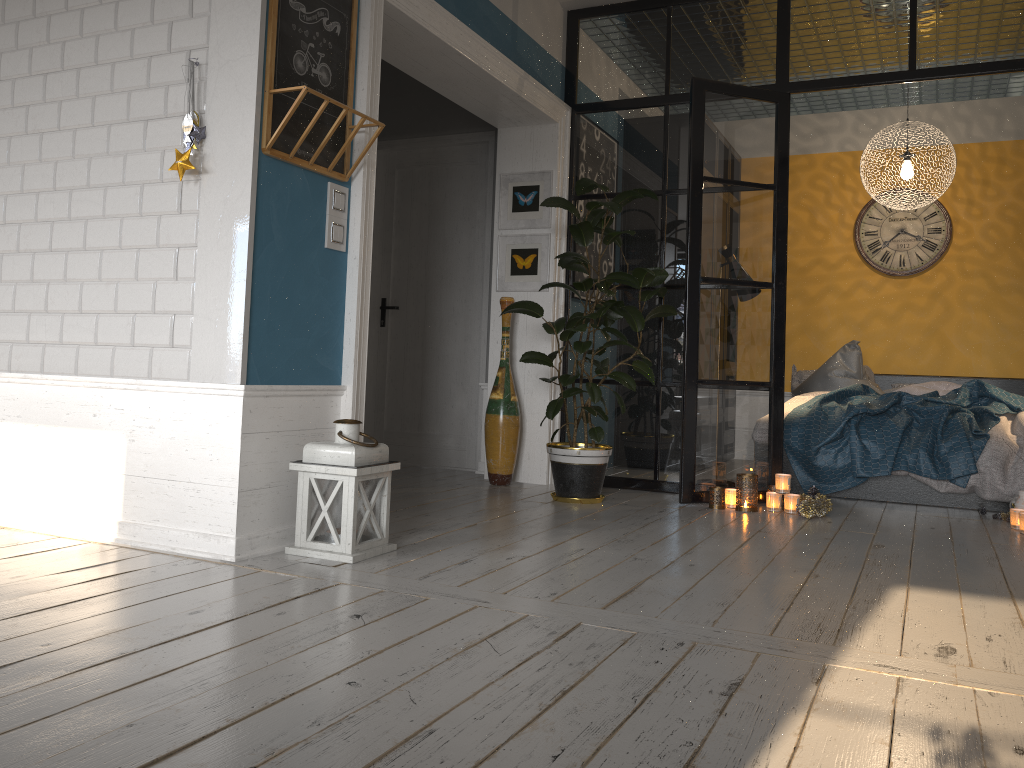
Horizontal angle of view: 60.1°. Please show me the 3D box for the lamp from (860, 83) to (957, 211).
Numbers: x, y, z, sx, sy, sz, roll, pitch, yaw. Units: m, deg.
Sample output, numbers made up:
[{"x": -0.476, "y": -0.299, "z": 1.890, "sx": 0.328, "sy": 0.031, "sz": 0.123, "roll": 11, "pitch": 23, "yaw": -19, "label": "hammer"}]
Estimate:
[{"x": 2.762, "y": -1.759, "z": 6.176, "sx": 0.615, "sy": 1.099, "sz": 0.615, "roll": 3, "pitch": -2, "yaw": -24, "label": "lamp"}]

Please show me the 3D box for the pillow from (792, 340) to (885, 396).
[{"x": 2.433, "y": -0.031, "z": 6.611, "sx": 0.783, "sy": 0.601, "sz": 0.497, "roll": 2, "pitch": -2, "yaw": 31, "label": "pillow"}]

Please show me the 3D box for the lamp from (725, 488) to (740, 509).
[{"x": 1.164, "y": 0.607, "z": 4.676, "sx": 0.080, "sy": 0.099, "sz": 0.080, "roll": 3, "pitch": -2, "yaw": -24, "label": "lamp"}]

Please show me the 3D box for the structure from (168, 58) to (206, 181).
[{"x": -1.146, "y": -0.936, "z": 3.140, "sx": 0.134, "sy": 0.449, "sz": 0.078, "roll": 1, "pitch": -3, "yaw": 13, "label": "structure"}]

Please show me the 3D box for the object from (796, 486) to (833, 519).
[{"x": 1.593, "y": 0.621, "z": 4.706, "sx": 0.192, "sy": 0.118, "sz": 0.715, "roll": 2, "pitch": 1, "yaw": 14, "label": "object"}]

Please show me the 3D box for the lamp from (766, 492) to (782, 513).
[{"x": 1.362, "y": 0.615, "z": 4.602, "sx": 0.080, "sy": 0.099, "sz": 0.080, "roll": 3, "pitch": -2, "yaw": -24, "label": "lamp"}]

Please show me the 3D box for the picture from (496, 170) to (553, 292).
[{"x": -0.334, "y": -0.957, "z": 4.659, "sx": 0.359, "sy": 0.754, "sz": 1.940, "roll": 1, "pitch": 0, "yaw": 25, "label": "picture"}]

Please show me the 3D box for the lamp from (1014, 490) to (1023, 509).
[{"x": 2.554, "y": 0.625, "z": 4.405, "sx": 0.092, "sy": 0.180, "sz": 0.092, "roll": 4, "pitch": -3, "yaw": -44, "label": "lamp"}]

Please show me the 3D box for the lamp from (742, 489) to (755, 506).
[{"x": 1.254, "y": 0.610, "z": 4.699, "sx": 0.080, "sy": 0.099, "sz": 0.080, "roll": 3, "pitch": -2, "yaw": -24, "label": "lamp"}]

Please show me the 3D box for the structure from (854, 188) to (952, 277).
[{"x": 3.160, "y": -1.232, "z": 7.166, "sx": 0.727, "sy": 0.727, "sz": 0.070, "roll": 2, "pitch": -3, "yaw": 25, "label": "structure"}]

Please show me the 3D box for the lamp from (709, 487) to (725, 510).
[{"x": 1.078, "y": 0.600, "z": 4.648, "sx": 0.084, "sy": 0.111, "sz": 0.084, "roll": 2, "pitch": -2, "yaw": 1, "label": "lamp"}]

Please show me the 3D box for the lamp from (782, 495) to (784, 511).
[{"x": 1.459, "y": 0.628, "z": 4.666, "sx": 0.069, "sy": 0.080, "sz": 0.069, "roll": 1, "pitch": -2, "yaw": 33, "label": "lamp"}]

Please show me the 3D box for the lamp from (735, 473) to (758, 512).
[{"x": 1.221, "y": 0.565, "z": 4.600, "sx": 0.115, "sy": 0.187, "sz": 0.114, "roll": 1, "pitch": -2, "yaw": 24, "label": "lamp"}]

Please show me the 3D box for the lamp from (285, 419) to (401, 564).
[{"x": -0.606, "y": 0.367, "z": 3.212, "sx": 0.287, "sy": 0.479, "sz": 0.286, "roll": 1, "pitch": -2, "yaw": 24, "label": "lamp"}]

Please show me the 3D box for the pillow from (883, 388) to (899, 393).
[{"x": 2.939, "y": 0.151, "z": 6.603, "sx": 0.474, "sy": 0.267, "sz": 0.623, "roll": 2, "pitch": 0, "yaw": -43, "label": "pillow"}]

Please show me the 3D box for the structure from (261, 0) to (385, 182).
[{"x": -0.677, "y": -1.190, "z": 3.301, "sx": 0.185, "sy": 0.778, "sz": 0.493, "roll": 1, "pitch": -2, "yaw": 25, "label": "structure"}]

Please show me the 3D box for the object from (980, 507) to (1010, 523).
[{"x": 2.563, "y": 0.689, "z": 4.651, "sx": 0.087, "sy": 0.054, "sz": 0.326, "roll": 2, "pitch": 1, "yaw": -11, "label": "object"}]

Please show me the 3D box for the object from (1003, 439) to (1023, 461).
[{"x": 2.809, "y": 0.463, "z": 4.548, "sx": 0.278, "sy": 0.523, "sz": 0.437, "roll": 3, "pitch": -2, "yaw": -24, "label": "object"}]

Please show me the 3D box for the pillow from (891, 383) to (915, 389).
[{"x": 3.260, "y": 0.147, "z": 6.657, "sx": 0.776, "sy": 0.297, "sz": 0.526, "roll": 2, "pitch": 0, "yaw": 25, "label": "pillow"}]

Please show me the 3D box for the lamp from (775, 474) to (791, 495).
[{"x": 1.404, "y": 0.518, "z": 4.583, "sx": 0.080, "sy": 0.099, "sz": 0.080, "roll": 3, "pitch": -2, "yaw": -24, "label": "lamp"}]

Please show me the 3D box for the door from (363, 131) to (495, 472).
[{"x": -0.567, "y": -0.584, "z": 6.230, "sx": 1.037, "sy": 2.314, "sz": 0.177, "roll": 1, "pitch": -3, "yaw": 25, "label": "door"}]

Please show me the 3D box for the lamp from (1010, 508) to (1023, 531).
[{"x": 2.469, "y": 0.661, "z": 4.307, "sx": 0.080, "sy": 0.099, "sz": 0.080, "roll": 2, "pitch": -2, "yaw": -10, "label": "lamp"}]

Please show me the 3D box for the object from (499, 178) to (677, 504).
[{"x": 1.892, "y": -0.208, "z": 4.252, "sx": 3.898, "sy": 1.801, "sz": 1.008, "roll": 2, "pitch": -2, "yaw": 25, "label": "object"}]

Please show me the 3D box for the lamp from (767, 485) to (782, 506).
[{"x": 1.430, "y": 0.611, "z": 4.825, "sx": 0.081, "sy": 0.107, "sz": 0.080, "roll": 1, "pitch": -2, "yaw": 25, "label": "lamp"}]

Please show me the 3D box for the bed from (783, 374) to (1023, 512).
[{"x": 2.752, "y": 0.311, "z": 5.963, "sx": 1.898, "sy": 0.772, "sz": 2.317, "roll": 2, "pitch": 0, "yaw": 26, "label": "bed"}]

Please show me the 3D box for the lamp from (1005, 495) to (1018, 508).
[{"x": 2.651, "y": 0.651, "z": 4.616, "sx": 0.108, "sy": 0.131, "sz": 0.095, "roll": 2, "pitch": -2, "yaw": -4, "label": "lamp"}]

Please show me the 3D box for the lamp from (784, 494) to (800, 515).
[{"x": 1.442, "y": 0.619, "z": 4.556, "sx": 0.080, "sy": 0.099, "sz": 0.080, "roll": 3, "pitch": -2, "yaw": -24, "label": "lamp"}]

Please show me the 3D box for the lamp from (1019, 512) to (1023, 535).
[{"x": 2.439, "y": 0.662, "z": 4.178, "sx": 0.080, "sy": 0.099, "sz": 0.080, "roll": 3, "pitch": -2, "yaw": -24, "label": "lamp"}]

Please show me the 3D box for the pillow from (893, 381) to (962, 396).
[{"x": 3.065, "y": 0.093, "z": 6.309, "sx": 0.592, "sy": 0.228, "sz": 0.484, "roll": 2, "pitch": 0, "yaw": -16, "label": "pillow"}]

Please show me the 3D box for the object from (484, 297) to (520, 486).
[{"x": -0.049, "y": 0.040, "z": 5.300, "sx": 0.216, "sy": 1.127, "sz": 0.215, "roll": 1, "pitch": -3, "yaw": 20, "label": "object"}]

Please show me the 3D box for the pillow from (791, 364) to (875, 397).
[{"x": 2.607, "y": 0.068, "z": 6.987, "sx": 0.755, "sy": 0.457, "sz": 0.513, "roll": 2, "pitch": -1, "yaw": -3, "label": "pillow"}]
